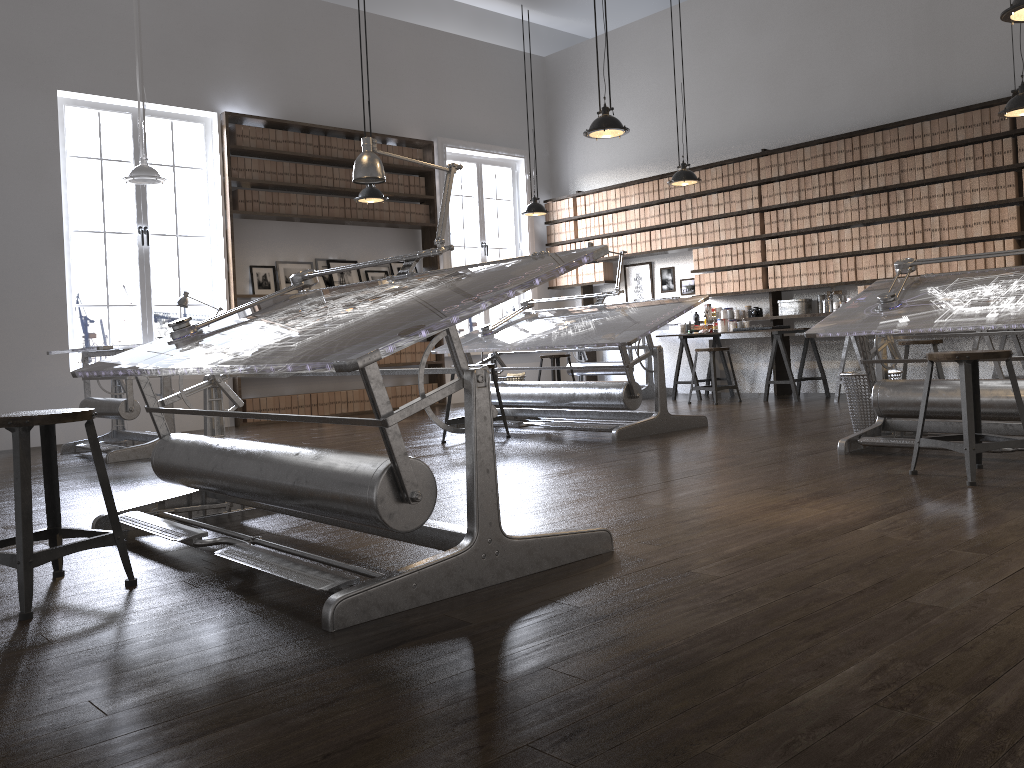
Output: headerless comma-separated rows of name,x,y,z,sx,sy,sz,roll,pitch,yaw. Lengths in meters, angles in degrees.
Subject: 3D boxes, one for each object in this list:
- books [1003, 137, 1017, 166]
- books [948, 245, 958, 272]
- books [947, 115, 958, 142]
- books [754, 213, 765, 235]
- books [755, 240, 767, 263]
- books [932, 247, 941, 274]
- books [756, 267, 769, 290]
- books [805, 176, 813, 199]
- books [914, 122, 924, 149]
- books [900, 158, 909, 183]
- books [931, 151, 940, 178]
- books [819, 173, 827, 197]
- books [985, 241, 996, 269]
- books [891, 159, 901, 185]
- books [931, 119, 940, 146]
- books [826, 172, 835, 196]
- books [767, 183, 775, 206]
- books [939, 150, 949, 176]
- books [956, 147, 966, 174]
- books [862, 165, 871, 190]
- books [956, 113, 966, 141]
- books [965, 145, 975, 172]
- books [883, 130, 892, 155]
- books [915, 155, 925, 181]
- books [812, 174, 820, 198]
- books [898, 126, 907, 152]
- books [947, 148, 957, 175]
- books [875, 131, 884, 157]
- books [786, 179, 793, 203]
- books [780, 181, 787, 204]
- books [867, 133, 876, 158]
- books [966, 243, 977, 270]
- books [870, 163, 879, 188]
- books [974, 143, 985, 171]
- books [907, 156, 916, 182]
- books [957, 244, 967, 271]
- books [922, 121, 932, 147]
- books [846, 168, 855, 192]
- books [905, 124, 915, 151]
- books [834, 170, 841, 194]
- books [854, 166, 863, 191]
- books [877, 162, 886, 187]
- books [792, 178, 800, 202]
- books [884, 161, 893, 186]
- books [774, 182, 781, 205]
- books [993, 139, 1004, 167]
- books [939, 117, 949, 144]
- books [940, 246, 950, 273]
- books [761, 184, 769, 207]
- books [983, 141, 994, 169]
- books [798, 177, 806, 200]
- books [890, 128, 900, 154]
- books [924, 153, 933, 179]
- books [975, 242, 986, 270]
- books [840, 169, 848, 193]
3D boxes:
books,4.076,-1.883,7.221,0.175,0.225,0.066,-3,0,-42
books,3.804,-1.067,7.566,0.174,0.226,0.066,-3,0,-42
books,3.778,-2.159,7.535,0.175,0.226,0.067,-3,0,-42
books,2.530,-1.613,8.962,0.175,0.226,0.066,-3,0,-42
books,2.540,-1.335,8.953,0.175,0.226,0.067,-3,0,-42
books,3.707,-1.066,7.665,0.175,0.226,0.067,-3,0,-42
books,2.552,-1.065,8.954,0.175,0.226,0.067,-3,0,-42
books,2.904,-1.881,8.530,0.174,0.226,0.066,-3,0,-42
books,3.589,-2.159,7.744,0.175,0.226,0.066,-3,0,-42
books,3.513,-1.882,7.853,0.174,0.226,0.066,-3,0,-42
books,3.695,-1.882,7.647,0.175,0.225,0.066,-3,0,-42
books,3.000,-1.881,8.425,0.175,0.226,0.066,-3,0,-42
books,3.999,-1.067,7.350,0.175,0.225,0.066,-3,0,-42
books,3.461,-1.881,7.901,0.175,0.226,0.067,-3,0,-42
books,3.689,-2.159,7.643,0.174,0.226,0.066,-3,0,-42
books,3.046,-1.881,8.366,0.175,0.226,0.067,-3,0,-42
books,2.630,-1.881,8.835,0.175,0.226,0.066,-3,0,-42
books,3.736,-1.882,7.594,0.175,0.226,0.067,-3,0,-42
books,3.833,-1.882,7.495,0.174,0.226,0.066,-3,0,-42
books,3.279,-1.881,8.108,0.174,0.226,0.066,-3,0,-42
books,3.828,-2.159,7.483,0.175,0.225,0.066,-3,0,-42
books,3.877,-1.882,7.440,0.174,0.226,0.066,-3,0,-42
books,3.408,-2.159,7.958,0.174,0.226,0.066,-3,0,-42
books,3.602,-1.882,7.745,0.175,0.226,0.067,-3,0,-42
books,2.949,-1.881,8.475,0.174,0.226,0.066,-3,0,-42
books,3.502,-2.159,7.848,0.175,0.225,0.066,-3,0,-42
books,3.785,-1.882,7.548,0.175,0.226,0.066,-3,0,-42
books,3.358,-2.158,8.007,0.174,0.226,0.066,-3,0,-42
books,2.767,-1.881,8.682,0.175,0.225,0.066,-3,0,-42
books,2.724,-1.881,8.728,0.175,0.225,0.066,-3,0,-42
books,3.307,-2.158,8.058,0.175,0.226,0.066,-3,0,-42
books,3.899,-1.067,7.461,0.175,0.226,0.066,-3,0,-42
books,3.327,-1.881,8.052,0.175,0.226,0.067,-3,0,-42
books,3.928,-1.882,7.390,0.175,0.226,0.066,-3,0,-42
books,3.558,-1.882,7.800,0.175,0.226,0.066,-3,0,-42
books,3.848,-1.067,7.511,0.174,0.226,0.066,-3,0,-42
books,3.640,-2.159,7.693,0.174,0.226,0.066,-3,0,-42
books,3.180,-1.881,8.214,0.175,0.226,0.067,-3,0,-42
books,3.541,-2.158,7.798,0.175,0.226,0.067,-3,0,-42
books,3.099,-1.881,8.314,0.175,0.225,0.066,-3,0,-42
books,3.228,-1.881,8.160,0.175,0.226,0.066,-3,0,-42
books,3.377,-1.881,7.999,0.175,0.225,0.066,-3,0,-42
books,2.808,-1.880,8.629,0.175,0.226,0.067,-3,0,-42
books,3.420,-1.882,7.953,0.175,0.225,0.066,-3,0,-42
books,2.674,-1.880,8.780,0.175,0.226,0.067,-3,0,-42
books,4.027,-1.883,7.279,0.175,0.225,0.066,-3,0,-42
books,3.734,-2.159,7.590,0.175,0.226,0.066,-3,0,-42
books,3.757,-1.067,7.619,0.175,0.226,0.066,-3,0,-42
books,2.585,-1.881,8.888,0.174,0.226,0.066,-3,0,-42
books,3.974,-1.882,7.331,0.175,0.226,0.067,-3,0,-42
books,2.857,-1.881,8.583,0.175,0.226,0.066,-3,0,-42
books,3.453,-2.159,7.904,0.175,0.226,0.066,-3,0,-42
books,3.652,-1.882,7.693,0.175,0.225,0.066,-3,0,-42
books,3.945,-1.067,7.402,0.175,0.226,0.067,-3,0,-42
books,3.141,-1.881,8.264,0.175,0.225,0.066,-3,0,-42
